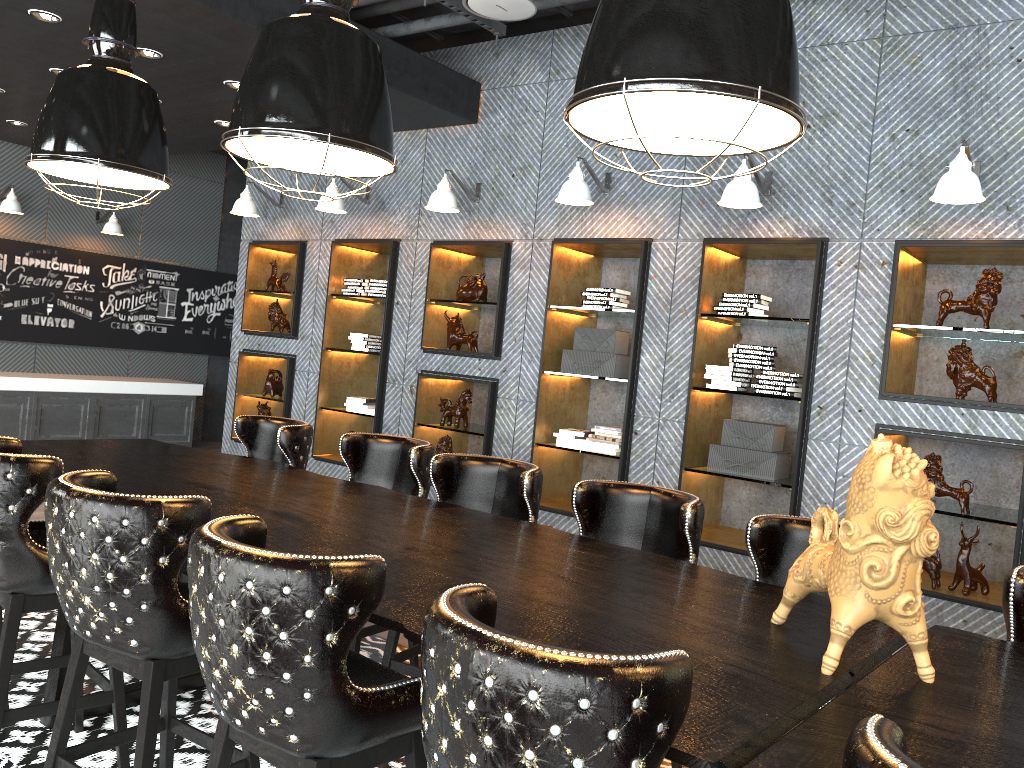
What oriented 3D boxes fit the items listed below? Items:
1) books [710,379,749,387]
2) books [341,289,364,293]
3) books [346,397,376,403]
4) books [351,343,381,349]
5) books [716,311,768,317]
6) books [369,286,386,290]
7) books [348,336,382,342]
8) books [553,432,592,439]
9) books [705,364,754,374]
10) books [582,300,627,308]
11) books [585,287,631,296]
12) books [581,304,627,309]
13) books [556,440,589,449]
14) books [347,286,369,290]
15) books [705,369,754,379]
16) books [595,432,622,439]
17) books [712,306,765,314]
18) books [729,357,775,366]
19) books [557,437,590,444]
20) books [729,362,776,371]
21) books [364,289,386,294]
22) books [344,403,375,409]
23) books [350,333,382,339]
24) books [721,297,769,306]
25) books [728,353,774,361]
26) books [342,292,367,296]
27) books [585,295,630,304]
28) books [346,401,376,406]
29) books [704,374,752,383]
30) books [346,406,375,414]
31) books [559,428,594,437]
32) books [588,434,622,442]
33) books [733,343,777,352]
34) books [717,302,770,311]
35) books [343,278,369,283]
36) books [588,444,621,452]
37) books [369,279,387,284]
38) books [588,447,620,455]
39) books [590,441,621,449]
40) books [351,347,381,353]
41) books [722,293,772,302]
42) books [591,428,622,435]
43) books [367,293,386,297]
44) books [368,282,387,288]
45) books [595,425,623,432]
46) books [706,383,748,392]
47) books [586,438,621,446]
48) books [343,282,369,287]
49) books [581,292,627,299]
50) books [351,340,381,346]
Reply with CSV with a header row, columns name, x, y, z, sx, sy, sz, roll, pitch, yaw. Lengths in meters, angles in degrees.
name,x,y,z,sx,sy,sz,roll,pitch,yaw
books,1.338,-0.002,5.349,0.194,0.028,0.245,7,2,36
books,-1.274,-0.766,7.362,0.193,0.028,0.246,4,2,-41
books,-1.224,0.129,7.280,0.179,0.029,0.225,6,2,20
books,-1.148,-0.303,7.205,0.245,0.028,0.194,4,2,-44
books,1.393,-0.415,5.365,0.193,0.028,0.246,4,2,-37
books,-1.011,-0.765,7.225,0.245,0.028,0.193,6,2,19
books,-1.184,-0.364,7.248,0.194,0.028,0.245,7,2,40
books,0.421,0.354,6.078,0.175,0.024,0.243,7,2,36
books,1.318,-0.090,5.377,0.194,0.028,0.245,7,2,44
books,0.622,-0.537,5.947,0.193,0.028,0.246,4,2,-42
books,0.644,-0.620,5.947,0.245,0.028,0.193,7,2,40
books,0.618,-0.510,5.961,0.245,0.028,0.193,7,2,37
books,0.436,0.409,6.045,0.243,0.034,0.179,6,2,16
books,-1.225,-0.791,7.389,0.245,0.028,0.193,7,2,44
books,1.319,-0.061,5.349,0.245,0.028,0.194,4,2,-40
books,0.672,0.338,5.856,0.247,0.023,0.244,6,2,22
books,1.374,-0.446,5.381,0.193,0.028,0.246,4,2,-42
books,1.431,-0.133,5.299,0.245,0.028,0.193,6,2,9
books,0.422,0.379,6.047,0.227,0.024,0.166,6,2,5
books,1.435,-0.104,5.305,0.245,0.028,0.193,6,2,6
books,-1.044,-0.738,7.181,0.245,0.028,0.193,6,2,24
books,-1.235,0.179,7.281,0.227,0.024,0.166,6,2,23
books,-1.174,-0.392,7.257,0.193,0.028,0.245,7,2,30
books,1.415,-0.499,5.390,0.245,0.028,0.193,7,2,29
books,1.436,-0.162,5.337,0.245,0.028,0.193,6,2,7
books,-1.254,-0.736,7.358,0.245,0.028,0.193,7,2,41
books,0.642,-0.564,5.946,0.245,0.028,0.193,7,2,28
books,-1.221,0.156,7.299,0.175,0.024,0.243,7,2,28
books,1.311,-0.034,5.393,0.194,0.028,0.245,7,2,43
books,-1.221,0.209,7.279,0.243,0.034,0.179,6,2,6
books,0.441,0.331,6.040,0.179,0.029,0.225,6,2,22
books,0.642,0.357,5.848,0.197,0.023,0.248,4,2,-37
books,1.455,-0.216,5.325,0.245,0.028,0.193,6,2,12
books,1.404,-0.472,5.384,0.245,0.028,0.193,7,2,45
books,-1.243,-0.848,7.355,0.245,0.028,0.193,7,2,34
books,0.637,0.421,5.842,0.158,0.021,0.224,4,2,-44
books,-1.012,-0.820,7.185,0.245,0.028,0.193,6,2,9
books,0.636,0.441,5.832,0.228,0.023,0.167,7,2,37
books,0.637,0.399,5.842,0.228,0.022,0.202,7,2,40
books,-1.163,-0.277,7.255,0.193,0.028,0.245,7,2,33
books,1.430,-0.526,5.393,0.245,0.028,0.193,7,2,37
books,0.656,0.315,5.838,0.206,0.020,0.197,7,2,38
books,-1.024,-0.708,7.187,0.245,0.028,0.193,6,2,16
books,-1.016,-0.792,7.186,0.245,0.028,0.193,6,2,17
books,0.667,0.294,5.859,0.212,0.024,0.185,7,2,31
books,1.303,0.022,5.374,0.193,0.028,0.245,7,2,30
books,0.638,0.378,5.836,0.264,0.019,0.205,7,2,36
books,-1.246,-0.820,7.356,0.245,0.028,0.193,7,2,42
books,0.622,-0.595,5.987,0.245,0.028,0.193,7,2,43
books,-1.164,-0.334,7.246,0.194,0.028,0.245,7,2,37
